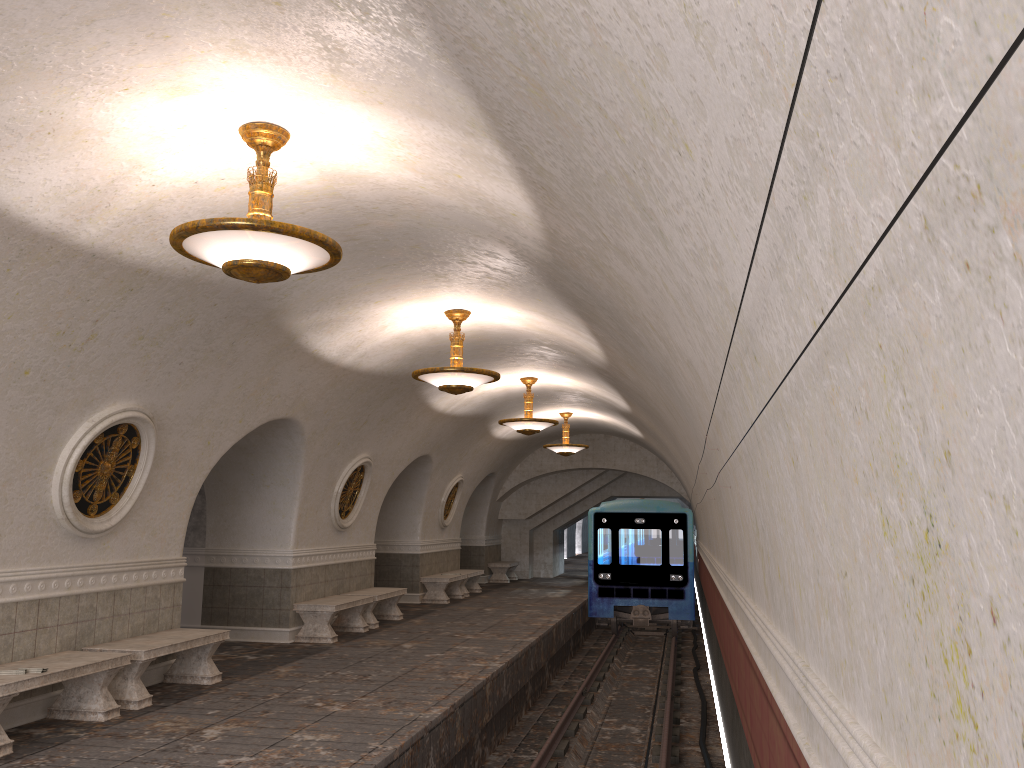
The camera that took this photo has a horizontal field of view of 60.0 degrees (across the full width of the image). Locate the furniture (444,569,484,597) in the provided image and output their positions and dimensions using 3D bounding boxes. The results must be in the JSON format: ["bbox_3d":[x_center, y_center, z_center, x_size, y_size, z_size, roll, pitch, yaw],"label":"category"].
[{"bbox_3d":[-1.093,4.495,20.056,0.613,0.508,1.509,-1,-9,11],"label":"furniture"}]

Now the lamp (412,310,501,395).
[{"bbox_3d":[-0.630,-0.346,10.107,1.008,0.955,1.008,-4,-10,27],"label":"lamp"}]

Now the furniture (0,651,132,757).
[{"bbox_3d":[-3.662,2.422,6.796,0.613,0.508,1.509,-1,-9,11],"label":"furniture"}]

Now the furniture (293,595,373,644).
[{"bbox_3d":[-2.530,3.335,12.639,0.613,0.508,1.509,-1,-9,11],"label":"furniture"}]

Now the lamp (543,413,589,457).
[{"bbox_3d":[1.185,1.119,19.479,1.008,0.955,1.008,6,-10,-33],"label":"lamp"}]

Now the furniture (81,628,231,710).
[{"bbox_3d":[-3.346,2.677,8.428,0.613,0.508,1.509,-1,-9,11],"label":"furniture"}]

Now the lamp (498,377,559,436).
[{"bbox_3d":[0.277,0.386,14.792,1.008,0.955,1.008,-4,-10,27],"label":"lamp"}]

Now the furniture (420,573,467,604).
[{"bbox_3d":[-1.409,4.240,18.425,0.613,0.508,1.509,-1,-9,11],"label":"furniture"}]

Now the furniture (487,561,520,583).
[{"bbox_3d":[-0.225,5.196,24.540,0.613,0.508,1.509,-1,-9,11],"label":"furniture"}]

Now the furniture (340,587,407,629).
[{"bbox_3d":[-2.214,3.590,14.270,0.613,0.508,1.509,-1,-9,11],"label":"furniture"}]

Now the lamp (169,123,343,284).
[{"bbox_3d":[-1.538,-1.079,5.420,1.008,0.955,1.008,1,-9,-5],"label":"lamp"}]
